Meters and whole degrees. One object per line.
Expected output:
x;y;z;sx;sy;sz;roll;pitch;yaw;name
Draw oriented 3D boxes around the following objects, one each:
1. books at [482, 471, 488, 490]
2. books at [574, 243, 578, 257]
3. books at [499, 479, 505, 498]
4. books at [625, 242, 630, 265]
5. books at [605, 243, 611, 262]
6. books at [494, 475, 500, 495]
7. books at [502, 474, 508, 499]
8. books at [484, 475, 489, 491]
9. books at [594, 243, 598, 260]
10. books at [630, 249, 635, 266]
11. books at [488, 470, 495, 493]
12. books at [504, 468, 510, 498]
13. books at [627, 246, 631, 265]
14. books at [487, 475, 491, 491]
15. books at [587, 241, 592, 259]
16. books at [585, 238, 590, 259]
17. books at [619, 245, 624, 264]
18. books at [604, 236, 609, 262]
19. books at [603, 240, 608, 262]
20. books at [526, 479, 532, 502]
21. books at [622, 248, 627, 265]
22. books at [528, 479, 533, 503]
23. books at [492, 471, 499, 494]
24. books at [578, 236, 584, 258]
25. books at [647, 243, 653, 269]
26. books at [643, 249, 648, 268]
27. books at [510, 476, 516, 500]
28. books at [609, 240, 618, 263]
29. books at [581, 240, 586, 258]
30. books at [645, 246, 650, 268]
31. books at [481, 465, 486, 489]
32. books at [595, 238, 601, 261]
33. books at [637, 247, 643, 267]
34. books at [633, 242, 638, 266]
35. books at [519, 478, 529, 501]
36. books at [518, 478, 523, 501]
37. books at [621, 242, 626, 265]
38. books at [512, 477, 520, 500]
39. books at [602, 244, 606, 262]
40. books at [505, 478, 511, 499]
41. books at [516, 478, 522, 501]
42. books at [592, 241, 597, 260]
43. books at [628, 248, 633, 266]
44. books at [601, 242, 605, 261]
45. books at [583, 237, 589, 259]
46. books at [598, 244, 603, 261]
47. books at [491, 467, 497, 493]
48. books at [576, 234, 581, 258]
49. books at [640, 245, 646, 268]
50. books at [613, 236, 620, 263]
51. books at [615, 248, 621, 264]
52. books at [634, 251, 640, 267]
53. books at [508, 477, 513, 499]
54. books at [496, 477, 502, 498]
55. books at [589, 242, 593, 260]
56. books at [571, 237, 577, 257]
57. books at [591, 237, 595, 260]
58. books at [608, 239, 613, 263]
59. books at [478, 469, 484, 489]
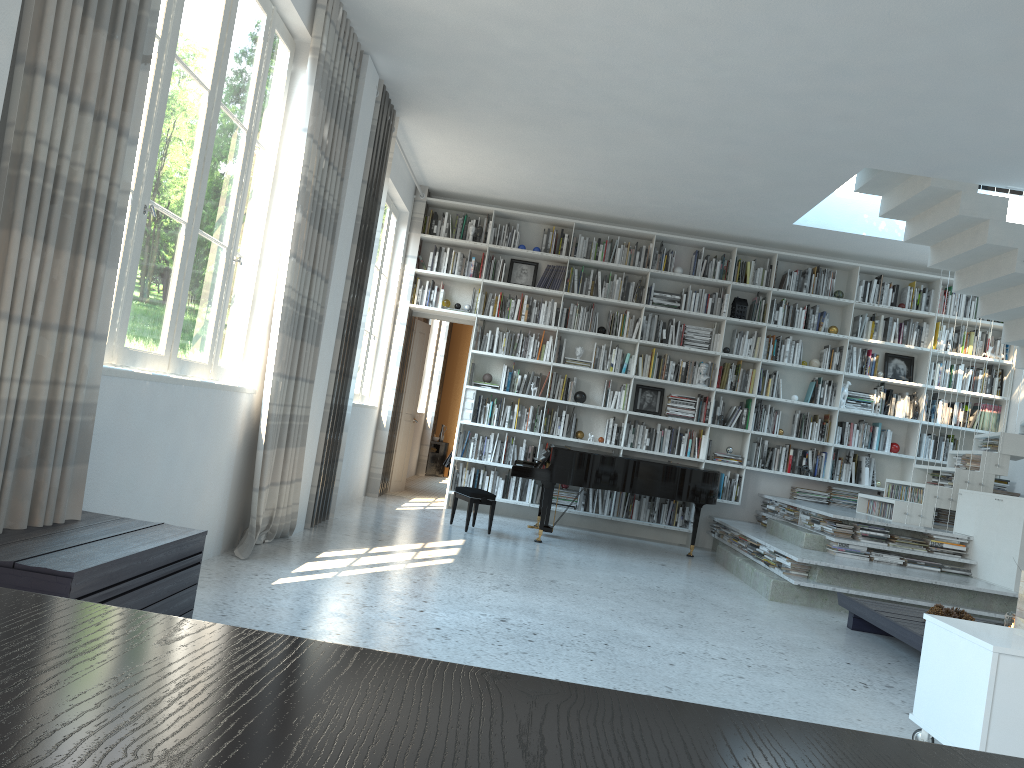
-0.286;1.028;9.239;0.022;0.246;0.135;9;-2;2;books
0.665;-1.377;9.308;0.024;0.183;0.133;9;-2;2;books
-0.104;1.085;9.205;0.031;0.188;0.190;9;-2;2;books
1.199;-1.336;9.273;0.014;0.266;0.192;9;-2;2;books
0.999;-1.351;9.299;0.029;0.235;0.130;9;-2;2;books
-0.155;1.062;9.215;0.021;0.218;0.190;9;-2;2;books
-0.073;1.062;9.205;0.023;0.244;0.188;9;-2;2;books
-0.264;1.053;9.213;0.030;0.201;0.168;9;-2;2;books
0.873;-1.361;9.308;0.012;0.216;0.150;9;-2;2;books
1.247;-1.295;9.263;0.026;0.200;0.187;9;-2;2;books
-0.215;1.028;9.217;0.031;0.266;0.186;9;-2;2;books
-0.049;1.034;9.236;0.013;0.310;0.130;9;-2;2;books
1.213;-1.314;9.279;0.021;0.228;0.161;9;-2;2;books
-0.241;1.053;9.243;0.014;0.211;0.146;9;-2;2;books
0.802;-1.369;9.277;0.029;0.208;0.178;9;-2;2;books
0.786;-1.393;9.291;0.012;0.250;0.174;9;-2;2;books
1.134;-1.330;9.292;0.026;0.235;0.134;9;-2;2;books
0.985;-1.386;9.289;0.010;0.298;0.151;9;-2;2;books
0.969;-1.364;9.286;0.013;0.251;0.183;9;-2;2;books
0.177;1.087;9.229;0.027;0.276;0.143;9;-2;2;books
1.174;-1.312;9.301;0.029;0.213;0.141;9;-2;2;books
0.194;1.109;9.185;0.017;0.233;0.212;9;-2;2;books
-0.174;1.035;9.216;0.025;0.266;0.159;9;-2;2;books
0.718;-1.405;9.298;0.031;0.254;0.145;9;-2;2;books
1.427;-1.310;9.272;0.026;0.288;0.176;9;-2;2;books
1.383;-1.286;9.269;0.026;0.225;0.172;9;-2;2;books
0.012;1.070;9.218;0.027;0.256;0.179;9;-2;2;books
1.054;-1.362;9.281;0.052;0.272;0.172;9;-2;2;books
0.743;-1.384;9.293;0.023;0.220;0.181;9;-2;2;books
1.406;-1.303;9.277;0.014;0.267;0.171;9;-2;2;books
-0.300;0.998;9.220;0.013;0.300;0.184;9;-2;2;books
0.896;-1.383;9.308;0.028;0.268;0.151;9;-2;2;books
1.329;-1.300;9.283;0.026;0.237;0.149;9;-2;2;books
1.284;-1.331;9.281;0.013;0.285;0.159;9;-2;2;books
0.129;1.089;9.228;0.065;0.256;0.156;9;-2;2;books
0.095;1.059;9.207;0.012;0.303;0.165;9;-2;2;books
1.156;-1.343;9.293;0.014;0.269;0.156;9;-2;2;books
0.046;1.072;9.240;0.040;0.264;0.137;9;-2;2;books
0.954;-1.349;9.285;0.011;0.215;0.160;9;-2;2;books
-0.038;1.084;9.233;0.024;0.214;0.137;9;-2;2;books
0.078;1.060;9.210;0.021;0.295;0.188;9;-2;2;books
0.856;-1.372;9.318;0.025;0.234;0.129;9;-2;2;books
1.228;-1.301;9.266;0.013;0.207;0.178;9;-2;2;books
0.944;-1.359;9.294;0.013;0.234;0.154;9;-2;2;books
0.768;-1.396;9.296;0.023;0.251;0.170;9;-2;2;books
0.920;-1.346;9.297;0.030;0.201;0.152;9;-2;2;books
-0.190;1.014;9.236;0.014;0.304;0.139;9;-2;2;books
0.695;-1.421;9.319;0.021;0.279;0.141;9;-2;2;books
1.358;-1.307;9.291;0.029;0.261;0.151;9;-2;2;books
1.090;-1.377;9.294;0.014;0.315;0.166;9;-2;2;books
1.102;-1.312;9.284;0.031;0.190;0.181;9;-2;2;books
1.297;-1.279;9.273;0.031;0.184;0.177;9;-2;2;books
-0.015;1.082;9.221;0.022;0.224;0.141;9;-2;2;books
-0.132;1.072;9.213;0.028;0.206;0.171;9;-2;2;books
0.824;-1.365;9.290;0.014;0.207;0.166;9;-2;2;books
0.643;-1.409;9.294;0.029;0.237;0.156;9;-2;2;books
0.841;-1.391;9.293;0.010;0.264;0.160;9;-2;2;books
1.023;-1.368;9.284;0.013;0.276;0.164;9;-2;2;books
-0.323;1.017;9.234;0.027;0.256;0.160;9;-2;2;books
